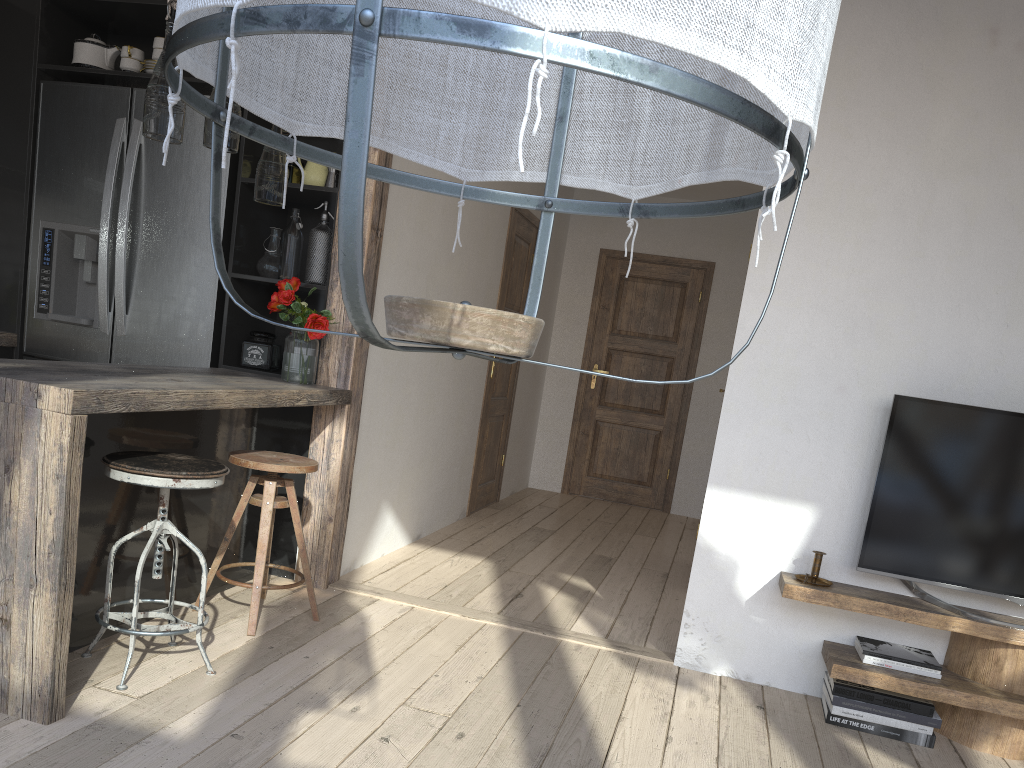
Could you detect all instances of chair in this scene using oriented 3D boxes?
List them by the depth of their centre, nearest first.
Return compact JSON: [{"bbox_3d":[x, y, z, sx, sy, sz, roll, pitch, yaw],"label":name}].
[{"bbox_3d":[-1.057,0.538,2.625,0.354,0.646,0.347,2,10,-43],"label":"chair"},{"bbox_3d":[-0.902,0.562,3.220,0.336,0.605,0.340,13,8,33],"label":"chair"}]

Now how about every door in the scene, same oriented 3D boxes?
[{"bbox_3d":[1.190,0.082,4.916,0.081,2.103,0.832,11,8,14],"label":"door"},{"bbox_3d":[-0.049,-0.143,6.068,0.081,2.103,0.832,11,8,14],"label":"door"},{"bbox_3d":[1.023,-0.017,7.291,0.937,2.103,0.081,10,9,12],"label":"door"}]

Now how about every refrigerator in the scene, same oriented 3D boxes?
[{"bbox_3d":[-1.632,-0.274,4.159,0.939,1.952,0.842,10,8,13],"label":"refrigerator"}]

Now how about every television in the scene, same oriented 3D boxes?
[{"bbox_3d":[1.794,0.470,2.971,1.097,0.717,0.204,10,8,13],"label":"television"}]

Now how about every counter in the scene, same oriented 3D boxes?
[{"bbox_3d":[-2.248,0.264,2.095,2.230,0.864,3.786,9,2,13],"label":"counter"}]

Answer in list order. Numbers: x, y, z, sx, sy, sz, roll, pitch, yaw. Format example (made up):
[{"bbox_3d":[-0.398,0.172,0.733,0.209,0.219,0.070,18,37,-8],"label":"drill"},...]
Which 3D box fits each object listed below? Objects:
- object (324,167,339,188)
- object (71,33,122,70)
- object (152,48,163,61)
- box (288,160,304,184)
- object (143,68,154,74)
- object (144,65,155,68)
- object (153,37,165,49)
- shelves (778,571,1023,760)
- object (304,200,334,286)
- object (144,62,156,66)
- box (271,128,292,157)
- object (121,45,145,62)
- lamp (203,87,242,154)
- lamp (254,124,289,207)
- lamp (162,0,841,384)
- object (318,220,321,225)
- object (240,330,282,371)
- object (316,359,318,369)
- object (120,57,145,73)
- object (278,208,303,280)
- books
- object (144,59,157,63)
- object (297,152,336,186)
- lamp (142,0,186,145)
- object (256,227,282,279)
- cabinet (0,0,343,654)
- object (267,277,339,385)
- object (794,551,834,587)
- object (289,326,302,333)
[{"bbox_3d":[-0.727,-0.841,3.619,0.093,0.097,0.074,10,6,14],"label":"object"},{"bbox_3d":[-1.819,-1.436,3.851,0.187,0.177,0.204,5,6,-36],"label":"object"},{"bbox_3d":[-1.470,-1.370,3.728,0.093,0.068,0.105,11,4,24],"label":"object"},{"bbox_3d":[-0.939,-0.886,3.716,0.082,0.115,0.082,11,7,23],"label":"box"},{"bbox_3d":[-1.486,-1.304,3.736,0.146,0.023,0.149,10,2,40],"label":"object"},{"bbox_3d":[-1.484,-1.316,3.734,0.149,0.026,0.146,7,2,-35],"label":"object"},{"bbox_3d":[-1.460,-1.414,3.716,0.106,0.068,0.093,9,4,-1],"label":"object"},{"bbox_3d":[1.706,1.047,3.014,1.595,0.458,0.327,9,6,13],"label":"shelves"},{"bbox_3d":[-0.790,-0.586,3.661,0.107,0.356,0.109,16,11,43],"label":"object"},{"bbox_3d":[-1.482,-1.328,3.732,0.149,0.026,0.146,7,2,-35],"label":"object"},{"bbox_3d":[-0.975,-1.005,3.702,0.083,0.115,0.081,8,6,-7],"label":"box"},{"bbox_3d":[-1.618,-1.395,3.759,0.104,0.068,0.094,12,5,41],"label":"object"},{"bbox_3d":[-0.758,-1.337,2.621,0.237,1.257,0.107,12,9,24],"label":"lamp"},{"bbox_3d":[-0.684,-1.283,2.929,0.224,1.363,0.108,11,9,15],"label":"lamp"},{"bbox_3d":[0.103,-0.958,0.461,0.401,1.925,0.399,3,10,-35],"label":"lamp"},{"bbox_3d":[-0.827,-0.572,3.807,0.086,0.307,0.084,4,9,-30],"label":"object"},{"bbox_3d":[-1.088,-0.146,3.823,0.134,0.167,0.132,9,6,3],"label":"object"},{"bbox_3d":[-0.882,-0.090,3.821,0.161,0.086,0.162,10,4,27],"label":"object"},{"bbox_3d":[-1.624,-1.349,3.772,0.106,0.068,0.092,7,5,-25],"label":"object"},{"bbox_3d":[-0.928,-0.584,3.712,0.086,0.307,0.084,9,8,5],"label":"object"},{"bbox_3d":[1.310,1.074,3.115,0.358,0.269,0.288,10,5,13],"label":"books"},{"bbox_3d":[-1.480,-1.339,3.730,0.149,0.026,0.146,7,2,-35],"label":"object"},{"bbox_3d":[-0.818,-0.895,3.696,0.149,0.173,0.134,9,6,-1],"label":"object"},{"bbox_3d":[-0.824,-1.313,2.343,0.224,1.309,0.107,11,9,15],"label":"lamp"},{"bbox_3d":[-1.036,-0.563,3.824,0.131,0.223,0.131,12,8,25],"label":"object"},{"bbox_3d":[-2.142,-0.568,2.180,2.082,2.542,4.184,10,4,14],"label":"cabinet"},{"bbox_3d":[-0.840,-0.211,3.513,0.252,0.421,0.306,2,9,-43],"label":"object"},{"bbox_3d":[1.095,0.660,3.165,0.139,0.114,0.137,8,5,-4],"label":"object"},{"bbox_3d":[-0.958,-0.152,3.975,0.125,0.210,0.123,9,7,0],"label":"object"}]
